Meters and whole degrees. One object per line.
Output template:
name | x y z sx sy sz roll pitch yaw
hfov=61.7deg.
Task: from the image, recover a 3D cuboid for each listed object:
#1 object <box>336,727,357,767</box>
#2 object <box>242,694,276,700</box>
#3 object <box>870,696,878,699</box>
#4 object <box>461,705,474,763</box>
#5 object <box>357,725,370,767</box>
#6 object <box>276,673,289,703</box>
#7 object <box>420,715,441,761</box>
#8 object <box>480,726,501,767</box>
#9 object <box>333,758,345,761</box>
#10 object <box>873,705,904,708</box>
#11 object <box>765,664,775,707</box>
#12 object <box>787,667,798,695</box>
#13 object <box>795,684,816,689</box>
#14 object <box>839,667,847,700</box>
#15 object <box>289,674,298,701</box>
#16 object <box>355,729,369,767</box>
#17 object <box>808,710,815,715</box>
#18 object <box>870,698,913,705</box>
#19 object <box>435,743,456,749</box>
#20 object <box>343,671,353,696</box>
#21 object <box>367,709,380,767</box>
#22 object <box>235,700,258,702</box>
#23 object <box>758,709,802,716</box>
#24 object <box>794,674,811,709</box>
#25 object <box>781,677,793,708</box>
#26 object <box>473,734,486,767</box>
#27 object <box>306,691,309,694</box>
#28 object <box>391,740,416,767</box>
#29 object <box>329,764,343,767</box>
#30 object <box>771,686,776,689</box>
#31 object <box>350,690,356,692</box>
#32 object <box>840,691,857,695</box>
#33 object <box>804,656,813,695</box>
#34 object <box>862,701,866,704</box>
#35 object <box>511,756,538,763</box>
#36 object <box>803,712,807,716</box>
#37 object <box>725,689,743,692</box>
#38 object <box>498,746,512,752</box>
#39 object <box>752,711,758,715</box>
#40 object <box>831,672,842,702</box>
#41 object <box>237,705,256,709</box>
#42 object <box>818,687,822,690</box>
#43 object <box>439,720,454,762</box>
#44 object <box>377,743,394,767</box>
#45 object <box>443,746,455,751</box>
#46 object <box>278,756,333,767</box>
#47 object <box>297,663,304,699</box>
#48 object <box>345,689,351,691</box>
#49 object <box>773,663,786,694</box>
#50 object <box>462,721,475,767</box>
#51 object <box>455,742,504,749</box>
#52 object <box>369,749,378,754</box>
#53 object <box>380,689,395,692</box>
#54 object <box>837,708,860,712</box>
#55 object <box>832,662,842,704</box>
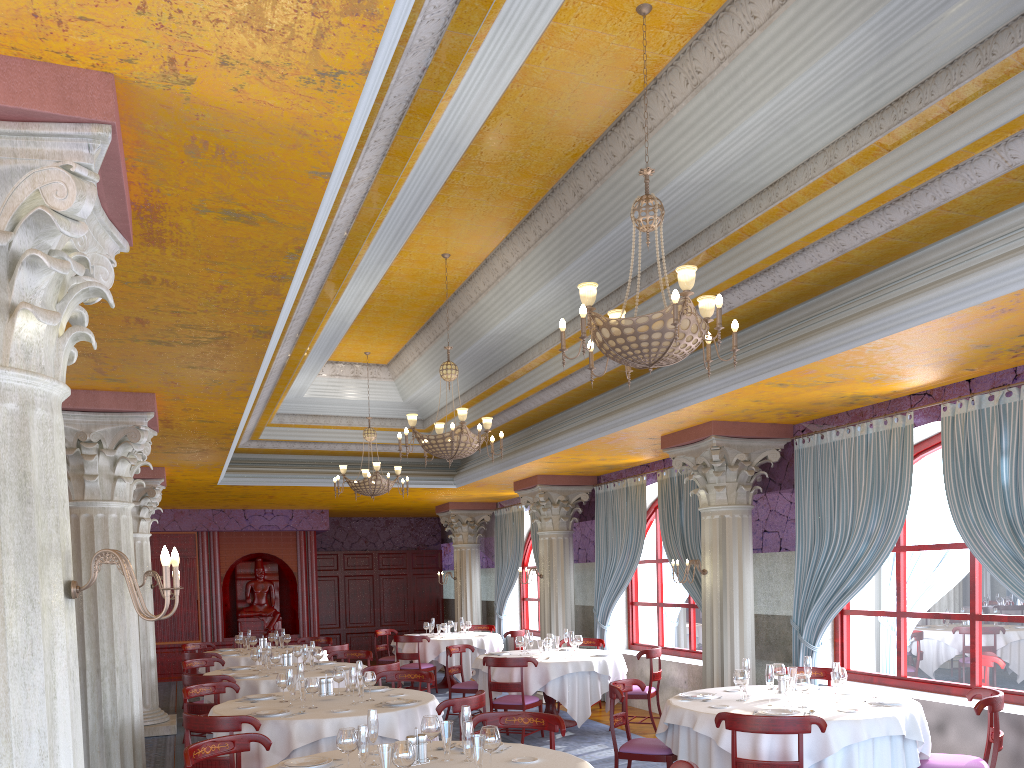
object | -0.916 2.052 4.775 0.122 0.264 0.123 -1 0 -30
object | -2.376 2.945 8.047 0.313 0.024 0.320 3 -13 -21
object | 3.057 2.567 6.992 0.258 0.020 0.055 -8 -13 28
object | -0.267 2.057 5.032 0.073 0.336 0.074 -3 2 -30
object | -0.770 1.939 4.451 0.073 0.336 0.074 -3 2 -30
object | -2.075 2.756 7.768 0.122 0.264 0.122 -1 0 -8
object | -0.486 2.123 5.141 0.122 0.264 0.122 -2 0 15
object | -0.119 2.016 4.711 0.122 0.264 0.123 -1 0 -30
object | -1.123 2.280 5.214 0.233 0.013 0.028 -7 -11 24
object | 2.912 2.492 6.628 0.233 0.013 0.028 -7 -11 24
object | 2.047 2.393 6.796 0.074 0.336 0.073 -1 2 15
object | 2.431 2.573 7.424 0.086 0.238 0.085 -1 1 4
object | 2.608 2.757 7.795 0.313 0.024 0.320 3 -13 -21
object | 2.697 2.470 7.056 0.122 0.264 0.123 -1 0 -30
object | -2.012 2.790 7.867 0.085 0.238 0.086 -2 1 -19
object | -0.853 2.086 4.875 0.085 0.238 0.086 -2 1 -41
object | 2.202 2.442 6.339 0.055 0.019 0.260 -7 -14 27
object | 3.005 2.520 6.787 0.313 0.024 0.320 -1 -13 -1
object | -0.414 2.323 5.503 0.055 0.019 0.260 -7 -14 27
object | -1.546 2.823 8.071 0.086 0.238 0.085 -1 1 26
object | -0.809 2.062 4.994 0.073 0.336 0.074 -3 2 -30
object | -2.429 2.902 7.842 0.258 0.020 0.055 -8 -13 28
object | 1.997 2.457 6.392 0.313 0.024 0.320 -1 -13 -1
object | 2.268 2.399 6.691 0.122 0.264 0.122 -1 0 -8
object | 2.169 2.429 6.754 0.085 0.238 0.086 -2 1 -41
object | -0.182 2.009 4.613 0.086 0.238 0.085 -1 1 4
object | -1.976 3.014 8.366 0.158 0.009 0.162 -1 -13 -1
object | -0.549 1.945 4.345 0.122 0.264 0.122 -1 0 -8
object | -1.021 2.232 5.006 0.030 0.010 0.141 -7 -14 25
object | 2.403 2.777 7.848 0.055 0.019 0.260 -7 -14 27
object | -1.537 3.032 8.482 0.022 0.003 0.257 -7 -14 22
object | 2.892 2.663 7.375 0.158 0.009 0.162 -1 -13 -1
object | 2.550 2.511 7.377 0.074 0.336 0.073 -1 2 15
object | 2.810 2.543 6.837 0.030 0.010 0.141 -7 -14 25
object | 0.075 2.209 5.030 0.158 0.009 0.162 3 -14 -21
object | 2.166 2.455 6.353 0.022 0.003 0.257 -7 -14 22
object | 2.000 2.764 7.719 0.158 0.009 0.162 -1 -13 -1
object | -0.049 2.284 5.357 0.028 0.013 0.236 -6 -13 23
object | 1.838 2.489 6.486 0.028 0.013 0.236 -6 -13 23
object | 2.635 2.463 6.958 0.085 0.238 0.086 -2 1 -41
object | -2.319 2.822 7.475 0.158 0.009 0.162 -1 -13 -1
object | 2.767 2.738 7.702 0.028 0.013 0.236 -6 -13 23
object | -0.386 2.119 5.079 0.085 0.238 0.086 -2 1 -41
object | -0.648 1.975 4.409 0.085 0.238 0.086 -2 1 -19
object | -0.378 2.328 5.490 0.022 0.003 0.257 -7 -14 22
object | -1.217 2.241 5.055 0.313 0.024 0.320 -1 -13 -1
object | -1.969 2.766 7.986 0.074 0.336 0.073 -1 2 15
object | -1.573 3.027 8.495 0.055 0.019 0.260 -7 -14 27
object | 2.331 2.576 7.486 0.122 0.264 0.123 -1 0 -30
object | -0.227 1.934 4.490 0.073 0.336 0.074 -3 2 -30
object | -0.208 2.303 5.450 0.315 0.024 0.318 9 -17 -40
object | -0.817 2.310 5.374 0.158 0.009 0.162 3 -14 -21
object | -1.209 2.988 8.349 0.028 0.013 0.236 -6 -13 23
object | 2.549 2.471 6.484 0.158 0.009 0.162 3 -14 -21
object | 2.589 2.388 6.835 0.073 0.336 0.074 -3 2 -30
